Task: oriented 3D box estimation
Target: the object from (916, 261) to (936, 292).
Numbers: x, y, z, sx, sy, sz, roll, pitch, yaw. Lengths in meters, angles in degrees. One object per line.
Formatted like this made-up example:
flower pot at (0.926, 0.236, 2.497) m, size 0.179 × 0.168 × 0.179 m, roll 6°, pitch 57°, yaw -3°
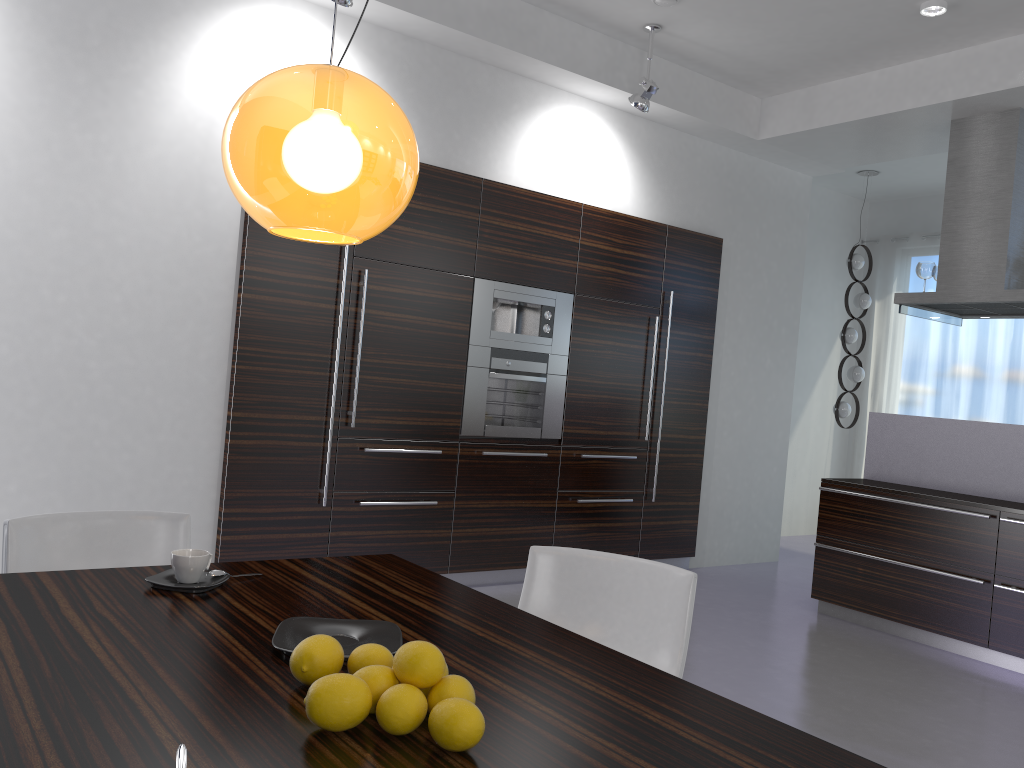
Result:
object at (2.746, -0.697, 5.894) m, size 0.125 × 0.221 × 0.125 m, roll 5°, pitch 0°, yaw -12°

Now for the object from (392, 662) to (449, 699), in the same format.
object at (-0.144, 0.453, 1.373) m, size 0.094 × 0.080 × 0.076 m, roll 5°, pitch 0°, yaw -35°

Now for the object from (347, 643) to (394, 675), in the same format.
object at (-0.226, 0.452, 1.423) m, size 0.070 × 0.068 × 0.083 m, roll 5°, pitch 0°, yaw -33°

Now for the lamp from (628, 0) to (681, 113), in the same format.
lamp at (0.824, -1.903, 5.181) m, size 0.171 × 0.511 × 0.605 m, roll 5°, pitch 0°, yaw -5°

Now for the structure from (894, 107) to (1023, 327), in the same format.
structure at (3.239, -1.029, 5.765) m, size 0.915 × 1.231 × 0.981 m, roll 5°, pitch 0°, yaw -36°

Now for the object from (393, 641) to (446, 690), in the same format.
object at (-0.137, 0.414, 1.309) m, size 0.070 × 0.068 × 0.083 m, roll 5°, pitch 0°, yaw -33°

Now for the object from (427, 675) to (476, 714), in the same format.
object at (-0.088, 0.464, 1.301) m, size 0.070 × 0.068 × 0.083 m, roll 5°, pitch 0°, yaw 22°

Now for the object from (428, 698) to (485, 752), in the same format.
object at (-0.076, 0.466, 1.213) m, size 0.070 × 0.068 × 0.083 m, roll 5°, pitch 0°, yaw -33°

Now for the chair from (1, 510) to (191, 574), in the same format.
chair at (-1.082, 0.790, 2.414) m, size 0.508 × 0.805 × 0.620 m, roll 5°, pitch 0°, yaw -41°

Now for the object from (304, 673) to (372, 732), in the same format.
object at (-0.244, 0.447, 1.245) m, size 0.094 × 0.077 × 0.079 m, roll 5°, pitch 0°, yaw 7°

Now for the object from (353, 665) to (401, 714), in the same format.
object at (-0.205, 0.453, 1.317) m, size 0.081 × 0.071 × 0.069 m, roll 5°, pitch 0°, yaw 31°

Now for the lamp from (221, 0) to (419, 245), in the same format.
lamp at (-0.278, -1.256, 1.646) m, size 0.358 × 1.974 × 0.359 m, roll 5°, pitch 0°, yaw -31°

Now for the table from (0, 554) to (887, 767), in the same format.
table at (-0.215, 0.880, 1.323) m, size 1.127 × 0.783 × 2.046 m, roll 5°, pitch 0°, yaw -36°

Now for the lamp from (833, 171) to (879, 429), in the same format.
lamp at (3.185, -0.769, 8.186) m, size 0.367 × 2.370 × 0.180 m, roll 5°, pitch 0°, yaw -43°

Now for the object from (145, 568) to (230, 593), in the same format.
object at (-0.712, 0.434, 1.950) m, size 0.154 × 0.020 × 0.154 m, roll 5°, pitch 0°, yaw 9°

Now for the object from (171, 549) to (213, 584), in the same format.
object at (-0.711, 0.403, 1.960) m, size 0.081 × 0.064 × 0.101 m, roll 5°, pitch 0°, yaw -11°

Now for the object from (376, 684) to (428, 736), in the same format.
object at (-0.156, 0.459, 1.251) m, size 0.070 × 0.068 × 0.083 m, roll 5°, pitch 0°, yaw 22°

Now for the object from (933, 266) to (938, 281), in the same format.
object at (2.900, -0.683, 5.980) m, size 0.125 × 0.221 × 0.125 m, roll 5°, pitch 0°, yaw -12°

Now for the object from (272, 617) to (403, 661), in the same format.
object at (-0.318, 0.470, 1.629) m, size 0.232 × 0.020 × 0.232 m, roll 5°, pitch 0°, yaw -8°

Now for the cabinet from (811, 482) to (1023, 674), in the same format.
cabinet at (3.409, 1.156, 4.685) m, size 1.377 × 0.852 × 3.285 m, roll 5°, pitch 0°, yaw -36°

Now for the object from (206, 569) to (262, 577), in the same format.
object at (-0.634, 0.433, 2.033) m, size 0.032 × 0.028 × 0.155 m, roll 5°, pitch 0°, yaw 35°

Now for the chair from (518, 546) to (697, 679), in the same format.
chair at (0.173, 0.900, 2.412) m, size 0.508 × 0.805 × 0.620 m, roll 5°, pitch 0°, yaw 24°

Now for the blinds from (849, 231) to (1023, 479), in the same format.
blinds at (4.540, 0.106, 7.960) m, size 0.120 × 3.112 × 3.245 m, roll 5°, pitch 0°, yaw -37°

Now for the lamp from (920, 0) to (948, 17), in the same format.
lamp at (2.260, -2.015, 4.753) m, size 0.132 × 0.035 × 0.132 m, roll 5°, pitch 0°, yaw 26°

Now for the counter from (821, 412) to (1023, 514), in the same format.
counter at (3.438, 0.934, 4.690) m, size 1.302 × 1.300 × 3.291 m, roll 5°, pitch 0°, yaw -36°

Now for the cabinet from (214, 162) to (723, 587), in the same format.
cabinet at (-0.134, 0.014, 5.815) m, size 3.600 × 2.500 × 0.669 m, roll 5°, pitch 0°, yaw -36°

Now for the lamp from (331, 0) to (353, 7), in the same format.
lamp at (-0.790, -2.043, 4.201) m, size 0.150 × 0.511 × 0.185 m, roll 5°, pitch 0°, yaw -36°

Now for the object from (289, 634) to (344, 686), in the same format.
object at (-0.309, 0.440, 1.412) m, size 0.079 × 0.077 × 0.094 m, roll 5°, pitch 0°, yaw 27°
